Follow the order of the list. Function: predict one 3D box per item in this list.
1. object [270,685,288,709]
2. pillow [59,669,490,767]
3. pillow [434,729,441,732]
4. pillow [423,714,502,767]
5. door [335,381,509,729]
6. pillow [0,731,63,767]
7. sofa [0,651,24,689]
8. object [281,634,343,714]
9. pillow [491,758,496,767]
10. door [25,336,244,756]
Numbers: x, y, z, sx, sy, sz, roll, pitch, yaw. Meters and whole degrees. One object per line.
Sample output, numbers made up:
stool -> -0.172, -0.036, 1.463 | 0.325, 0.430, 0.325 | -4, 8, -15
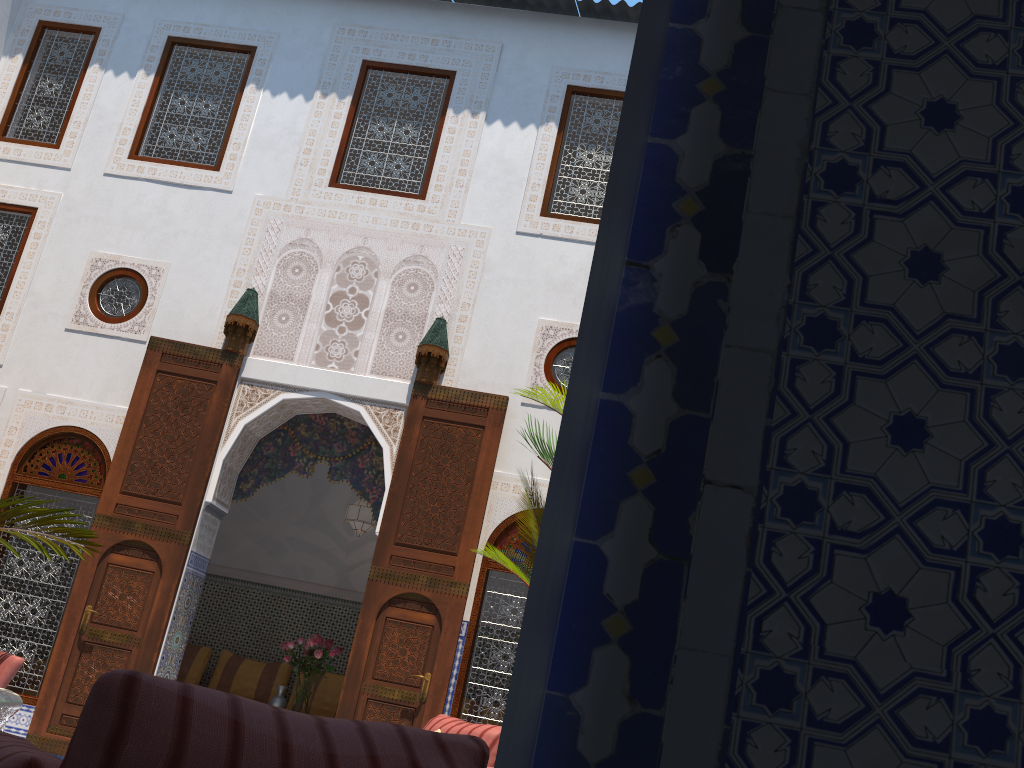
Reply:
object -> -1.571, 2.137, 5.892 | 0.106, 0.206, 0.111 | 9, -15, 12
pillow -> -0.317, 0.593, 1.120 | 0.599, 0.366, 0.304 | 26, -21, -36
pillow -> -0.373, 1.612, 3.755 | 0.133, 0.268, 0.307 | 19, -19, -25
pillow -> -0.245, 1.677, 3.895 | 0.310, 0.366, 0.588 | 24, -22, -35
door -> -0.546, 1.194, 4.929 | 0.581, 2.431, 0.128 | 10, -13, 6
pillow -> -0.711, 0.619, 1.224 | 0.193, 0.234, 0.401 | 23, -22, -35
sofa -> -3.057, 1.335, 3.907 | 1.403, 0.522, 0.739 | 27, -23, -36
object -> -1.397, 1.980, 5.906 | 0.446, 0.576, 0.348 | 1, -18, 32
pillow -> 0.117, 1.579, 3.471 | 0.315, 0.388, 0.564 | 25, -23, -39
door -> -2.159, 0.926, 5.080 | 0.583, 2.431, 0.128 | 11, -13, 1
